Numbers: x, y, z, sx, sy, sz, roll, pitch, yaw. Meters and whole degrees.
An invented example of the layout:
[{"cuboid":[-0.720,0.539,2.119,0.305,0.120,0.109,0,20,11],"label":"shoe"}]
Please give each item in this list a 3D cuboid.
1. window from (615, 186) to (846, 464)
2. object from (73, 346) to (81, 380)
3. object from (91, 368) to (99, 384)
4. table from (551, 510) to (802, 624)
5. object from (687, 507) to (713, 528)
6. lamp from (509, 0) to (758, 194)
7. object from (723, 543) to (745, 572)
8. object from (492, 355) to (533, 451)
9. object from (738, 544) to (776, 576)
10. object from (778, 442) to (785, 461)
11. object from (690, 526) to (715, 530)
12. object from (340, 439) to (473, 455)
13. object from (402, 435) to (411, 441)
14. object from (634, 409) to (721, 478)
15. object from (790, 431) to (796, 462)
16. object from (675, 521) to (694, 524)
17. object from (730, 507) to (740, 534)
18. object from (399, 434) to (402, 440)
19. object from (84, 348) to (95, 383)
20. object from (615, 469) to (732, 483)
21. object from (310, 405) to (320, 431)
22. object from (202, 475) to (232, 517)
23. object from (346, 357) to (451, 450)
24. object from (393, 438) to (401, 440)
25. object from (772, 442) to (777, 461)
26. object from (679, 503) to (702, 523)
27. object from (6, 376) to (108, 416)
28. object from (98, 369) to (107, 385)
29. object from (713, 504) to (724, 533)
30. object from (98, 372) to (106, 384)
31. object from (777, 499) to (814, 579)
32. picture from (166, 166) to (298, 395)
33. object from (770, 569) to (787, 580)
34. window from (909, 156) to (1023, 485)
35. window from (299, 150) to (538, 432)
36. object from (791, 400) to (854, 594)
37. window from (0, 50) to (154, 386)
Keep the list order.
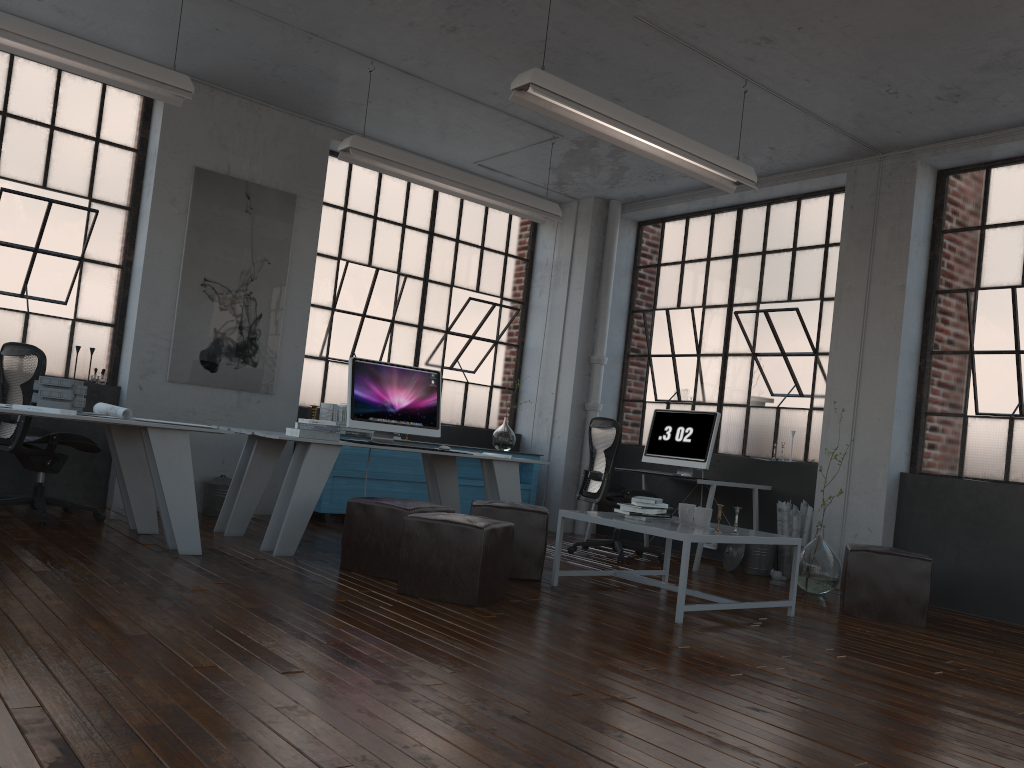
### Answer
[{"cuboid":[1.947,-0.485,7.992,0.671,2.388,2.589,8,-4,-38],"label":"window"},{"cuboid":[-3.195,-0.150,6.498,0.085,0.259,0.085,6,-2,15],"label":"object"},{"cuboid":[-3.099,-0.061,6.591,0.058,0.117,0.032,6,-2,13],"label":"object"},{"cuboid":[0.938,1.027,5.106,0.993,0.444,0.972,9,-4,-38],"label":"table"},{"cuboid":[1.058,0.750,4.975,0.129,0.109,0.100,8,-3,-30],"label":"object"},{"cuboid":[0.797,-1.653,5.080,1.881,0.628,0.202,9,-4,-38],"label":"lamp"},{"cuboid":[1.713,1.316,6.877,0.107,0.280,0.293,7,-3,-13],"label":"object"},{"cuboid":[0.043,0.186,8.539,0.433,0.939,0.232,5,-3,33],"label":"object"},{"cuboid":[1.906,1.329,6.923,0.290,0.293,0.291,6,-3,9],"label":"object"},{"cuboid":[2.233,0.560,7.323,0.066,0.160,0.066,7,-2,-7],"label":"object"},{"cuboid":[1.071,0.807,4.984,0.137,0.003,0.137,8,-4,-17],"label":"object"},{"cuboid":[-0.785,0.418,5.991,0.850,0.008,0.687,9,-5,-37],"label":"object"},{"cuboid":[-0.933,0.460,7.880,0.088,0.084,0.088,8,-4,-34],"label":"object"},{"cuboid":[1.342,0.481,7.363,0.378,0.552,0.714,8,-4,-37],"label":"object"},{"cuboid":[2.291,0.511,7.255,0.084,0.256,0.084,7,-2,-16],"label":"object"},{"cuboid":[1.032,0.820,5.247,0.137,0.003,0.137,8,-4,-17],"label":"object"},{"cuboid":[1.230,0.743,4.856,0.055,0.153,0.055,5,-3,28],"label":"object"},{"cuboid":[-1.012,0.375,8.025,0.084,0.256,0.084,5,-3,29],"label":"object"},{"cuboid":[-3.113,-0.138,6.544,0.085,0.259,0.085,6,-2,15],"label":"object"},{"cuboid":[1.308,0.761,7.352,0.688,0.008,0.847,9,-5,-37],"label":"object"},{"cuboid":[-1.678,0.277,7.494,0.132,0.236,0.132,6,-3,18],"label":"object"},{"cuboid":[-2.237,0.854,6.822,0.293,0.307,0.293,7,-3,-10],"label":"object"},{"cuboid":[-0.755,0.138,6.005,0.715,0.552,0.377,9,-4,-37],"label":"object"},{"cuboid":[-1.105,0.458,7.590,0.253,0.014,0.187,9,-5,-38],"label":"object"},{"cuboid":[2.173,0.558,7.337,0.055,0.153,0.055,6,-2,11],"label":"object"},{"cuboid":[1.046,0.768,5.256,0.129,0.109,0.100,8,-3,-30],"label":"object"},{"cuboid":[-2.518,0.062,4.960,0.416,0.182,0.389,7,-4,-8],"label":"object"},{"cuboid":[-3.032,-0.055,6.572,0.058,0.117,0.032,8,-3,-24],"label":"object"},{"cuboid":[1.125,0.730,4.812,0.052,0.148,0.053,6,-2,2],"label":"object"},{"cuboid":[-3.068,-0.047,6.638,0.058,0.101,0.032,7,-2,-3],"label":"object"},{"cuboid":[2.208,1.198,6.901,0.293,0.627,0.275,6,-2,4],"label":"object"},{"cuboid":[-2.176,-0.785,6.965,0.855,1.648,0.025,8,-3,-38],"label":"picture"},{"cuboid":[2.011,1.452,6.711,0.125,0.107,0.096,6,-3,3],"label":"object"},{"cuboid":[3.860,-0.432,5.582,0.671,2.388,2.589,8,-4,-38],"label":"window"},{"cuboid":[-0.845,-0.767,8.436,2.596,2.388,0.669,9,-3,-38],"label":"window"},{"cuboid":[2.161,0.761,5.985,0.330,1.338,0.619,6,-2,-2],"label":"object"},{"cuboid":[-3.877,-1.266,6.009,2.596,2.388,0.669,9,-3,-38],"label":"window"}]
